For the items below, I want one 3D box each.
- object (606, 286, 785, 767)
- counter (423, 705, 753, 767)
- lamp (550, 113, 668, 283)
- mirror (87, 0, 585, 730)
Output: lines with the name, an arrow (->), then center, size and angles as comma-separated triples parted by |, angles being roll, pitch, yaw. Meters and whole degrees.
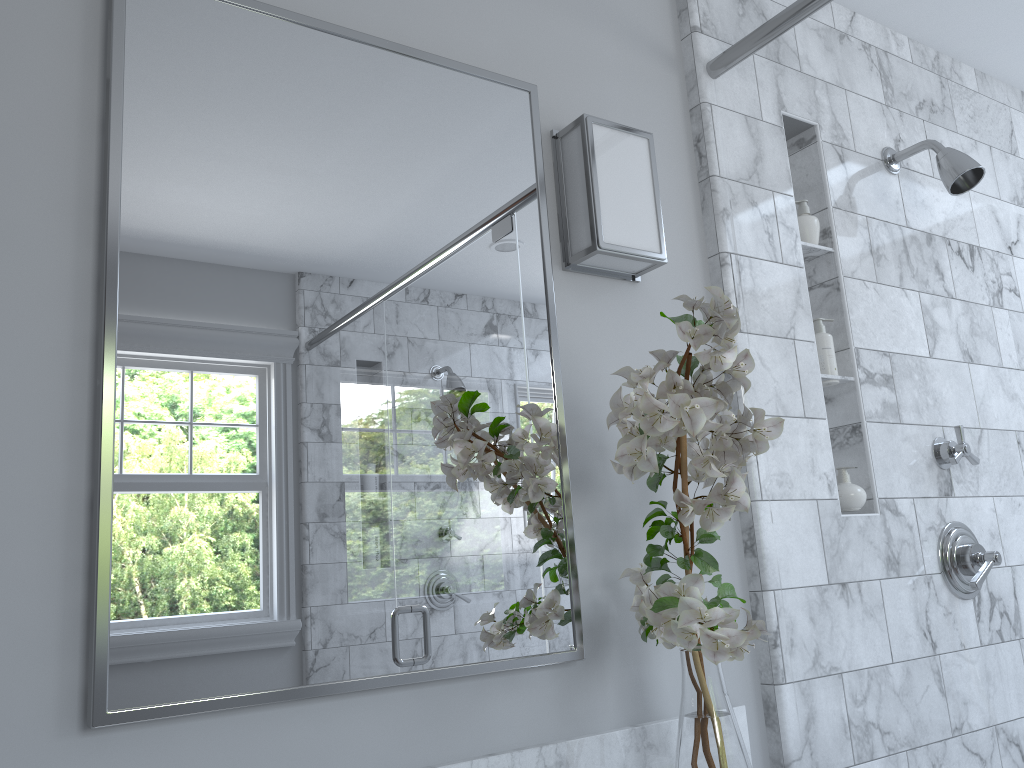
object -> 0.272, 0.253, 1.247 | 0.225, 0.706, 0.374 | -3, -12, -3
counter -> -0.085, 0.920, 0.733 | 1.657, 0.983, 0.638 | 4, -15, -33
lamp -> 0.176, -0.332, 1.585 | 0.175, 0.266, 0.091 | 4, -15, -33
mirror -> -0.218, -0.071, 1.285 | 0.694, 0.977, 0.030 | 4, -15, -33
